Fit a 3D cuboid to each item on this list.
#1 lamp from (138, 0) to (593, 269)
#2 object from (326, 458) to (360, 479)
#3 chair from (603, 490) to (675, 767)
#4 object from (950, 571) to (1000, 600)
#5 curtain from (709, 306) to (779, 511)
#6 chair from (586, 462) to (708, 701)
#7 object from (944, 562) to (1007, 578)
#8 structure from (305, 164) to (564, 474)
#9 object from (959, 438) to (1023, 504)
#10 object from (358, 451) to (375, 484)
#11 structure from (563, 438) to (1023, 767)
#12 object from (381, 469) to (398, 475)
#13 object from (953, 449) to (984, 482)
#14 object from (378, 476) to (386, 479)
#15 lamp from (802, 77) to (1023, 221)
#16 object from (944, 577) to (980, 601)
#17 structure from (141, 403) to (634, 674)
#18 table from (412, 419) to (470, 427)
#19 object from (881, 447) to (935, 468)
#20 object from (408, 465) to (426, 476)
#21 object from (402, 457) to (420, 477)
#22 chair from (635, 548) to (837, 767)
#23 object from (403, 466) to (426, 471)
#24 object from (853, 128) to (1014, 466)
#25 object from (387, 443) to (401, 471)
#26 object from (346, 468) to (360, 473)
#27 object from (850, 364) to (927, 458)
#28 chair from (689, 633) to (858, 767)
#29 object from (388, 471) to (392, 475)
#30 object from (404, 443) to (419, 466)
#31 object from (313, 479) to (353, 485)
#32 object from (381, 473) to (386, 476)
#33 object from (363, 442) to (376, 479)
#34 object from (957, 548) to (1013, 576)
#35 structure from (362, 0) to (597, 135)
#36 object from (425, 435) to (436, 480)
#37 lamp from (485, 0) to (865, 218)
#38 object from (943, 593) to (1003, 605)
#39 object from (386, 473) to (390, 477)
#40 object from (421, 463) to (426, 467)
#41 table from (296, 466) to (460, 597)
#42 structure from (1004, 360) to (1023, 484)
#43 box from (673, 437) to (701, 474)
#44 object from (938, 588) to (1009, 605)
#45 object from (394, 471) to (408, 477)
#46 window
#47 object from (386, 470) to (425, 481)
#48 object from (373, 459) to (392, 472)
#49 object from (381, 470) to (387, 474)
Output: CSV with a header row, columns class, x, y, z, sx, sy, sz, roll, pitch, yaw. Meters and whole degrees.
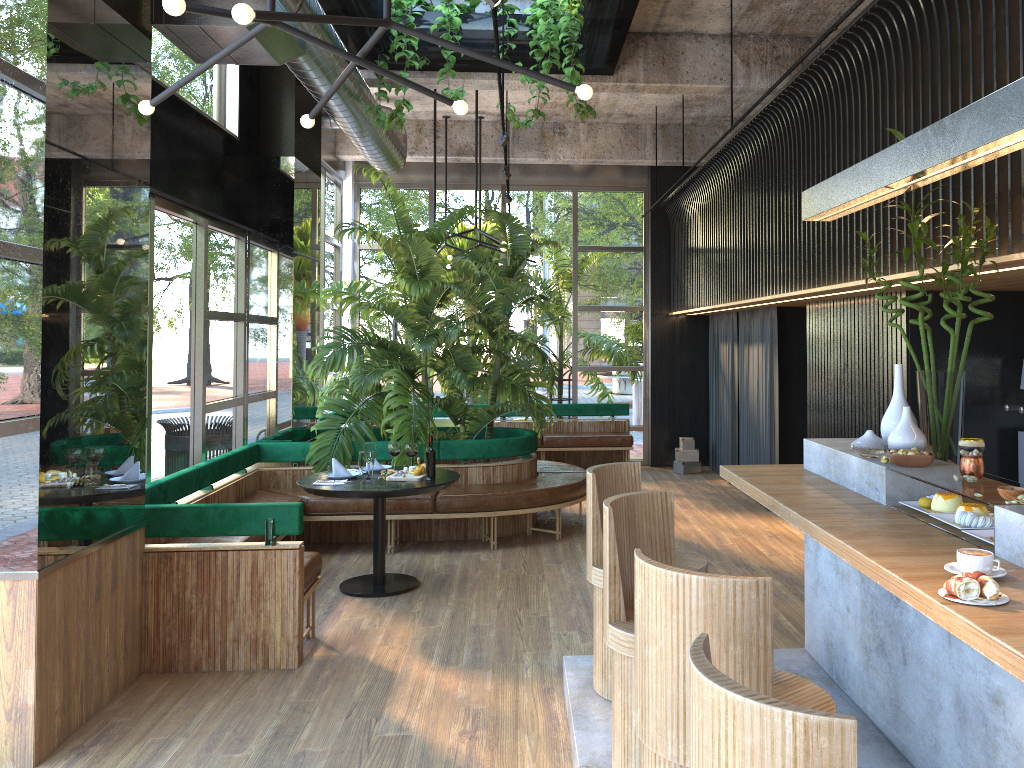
class,x,y,z,sx,sy,sz,roll,pitch,yaw
lamp,0.975,-1.933,2.273,5.116,1.822,18.814,0,3,0
object,-1.174,0.583,6.172,0.240,0.139,0.226,-1,2,-18
chair,0.601,0.913,3.192,0.569,0.970,0.525,0,-1,-27
object,1.189,0.510,2.265,0.073,0.060,0.125,-1,2,-32
curtain,2.600,0.154,10.213,0.122,2.058,3.258,0,2,0
chair,0.608,0.873,3.999,0.541,0.970,0.553,0,-1,8
object,1.282,0.522,2.458,0.162,0.020,0.159,0,3,-5
structure,-0.733,-0.381,8.527,2.498,3.437,2.597,0,0,-17
object,1.596,0.289,2.927,0.210,0.134,0.807,0,3,7
object,-0.971,0.555,5.922,0.101,0.209,0.110,0,-1,33
structure,3.163,0.775,1.261,5.883,1.729,7.090,0,3,-2
object,-0.862,0.625,6.307,0.097,0.028,0.129,1,3,13
object,1.633,0.290,3.184,0.086,0.107,0.161,0,1,44
object,-0.896,0.643,6.110,0.062,0.013,0.147,0,3,-6
lamp,2.783,-1.747,1.451,5.044,2.132,6.661,0,2,-7
object,1.136,0.511,2.246,0.062,0.059,0.073,0,1,-11
structure,0.763,0.836,1.940,6.066,1.548,20.019,0,3,0
table,-0.885,0.824,10.075,1.138,0.751,1.062,-1,2,-22
object,1.576,0.289,3.546,0.189,0.073,0.231,1,3,18
object,-0.661,0.594,6.180,0.099,0.064,0.162,-1,2,-31
object,-0.690,0.569,6.088,0.144,0.124,0.097,0,0,-21
chair,0.612,0.951,2.446,0.530,0.970,0.564,0,-1,22
object,-0.689,0.603,6.279,0.193,0.038,0.063,2,2,31
object,1.813,-0.311,3.805,0.643,1.550,0.611,-1,-1,37
object,-0.857,0.532,6.441,0.105,0.201,0.100,0,-1,-13
object,-1.172,0.625,6.419,0.165,0.019,0.243,-3,4,-42
object,1.645,0.116,3.797,0.331,0.397,0.304,0,0,-43
chair,0.602,0.992,1.634,0.573,0.970,0.521,0,-1,-42
object,-0.857,0.627,6.244,0.033,0.032,0.037,0,1,-4
object,-0.727,0.534,6.410,0.105,0.201,0.100,0,-1,-13
object,-1.187,0.651,5.913,0.257,0.019,0.157,0,3,-3
object,-0.899,0.635,6.212,0.033,0.019,0.038,0,2,11
object,-0.978,0.528,6.090,0.095,0.245,0.089,0,-1,-19
object,1.304,0.494,2.459,0.137,0.064,0.107,-1,2,-23
structure,-0.096,-2.739,7.200,2.093,1.517,1.465,1,1,27
object,-0.555,0.502,6.059,0.067,0.299,0.070,0,-1,14
lamp,0.002,-2.303,6.471,3.819,1.530,9.965,0,3,-3
object,1.173,0.537,2.255,0.117,0.005,0.126,2,4,37
object,-0.859,0.632,6.153,0.032,0.031,0.040,0,1,23
object,-0.630,0.600,6.381,0.059,0.072,0.208,0,2,-10
table,-0.917,1.023,6.143,1.149,0.751,1.051,-1,2,-33
structure,3.418,0.630,5.365,0.553,1.595,0.834,0,-1,-1
box,2.234,0.908,11.329,0.339,0.442,0.274,0,0,-13
object,1.174,0.539,2.259,0.165,0.005,0.169,0,3,10
object,-0.765,0.620,6.172,0.102,0.013,0.222,0,3,4
window,-0.351,-1.635,1.910,4.164,6.491,20.266,0,2,1
object,-0.709,0.636,6.180,0.236,0.019,0.357,0,3,9
object,-0.998,0.565,6.510,0.240,0.139,0.226,-1,2,-18
object,-0.915,0.627,6.330,0.024,0.025,0.047,0,2,17
